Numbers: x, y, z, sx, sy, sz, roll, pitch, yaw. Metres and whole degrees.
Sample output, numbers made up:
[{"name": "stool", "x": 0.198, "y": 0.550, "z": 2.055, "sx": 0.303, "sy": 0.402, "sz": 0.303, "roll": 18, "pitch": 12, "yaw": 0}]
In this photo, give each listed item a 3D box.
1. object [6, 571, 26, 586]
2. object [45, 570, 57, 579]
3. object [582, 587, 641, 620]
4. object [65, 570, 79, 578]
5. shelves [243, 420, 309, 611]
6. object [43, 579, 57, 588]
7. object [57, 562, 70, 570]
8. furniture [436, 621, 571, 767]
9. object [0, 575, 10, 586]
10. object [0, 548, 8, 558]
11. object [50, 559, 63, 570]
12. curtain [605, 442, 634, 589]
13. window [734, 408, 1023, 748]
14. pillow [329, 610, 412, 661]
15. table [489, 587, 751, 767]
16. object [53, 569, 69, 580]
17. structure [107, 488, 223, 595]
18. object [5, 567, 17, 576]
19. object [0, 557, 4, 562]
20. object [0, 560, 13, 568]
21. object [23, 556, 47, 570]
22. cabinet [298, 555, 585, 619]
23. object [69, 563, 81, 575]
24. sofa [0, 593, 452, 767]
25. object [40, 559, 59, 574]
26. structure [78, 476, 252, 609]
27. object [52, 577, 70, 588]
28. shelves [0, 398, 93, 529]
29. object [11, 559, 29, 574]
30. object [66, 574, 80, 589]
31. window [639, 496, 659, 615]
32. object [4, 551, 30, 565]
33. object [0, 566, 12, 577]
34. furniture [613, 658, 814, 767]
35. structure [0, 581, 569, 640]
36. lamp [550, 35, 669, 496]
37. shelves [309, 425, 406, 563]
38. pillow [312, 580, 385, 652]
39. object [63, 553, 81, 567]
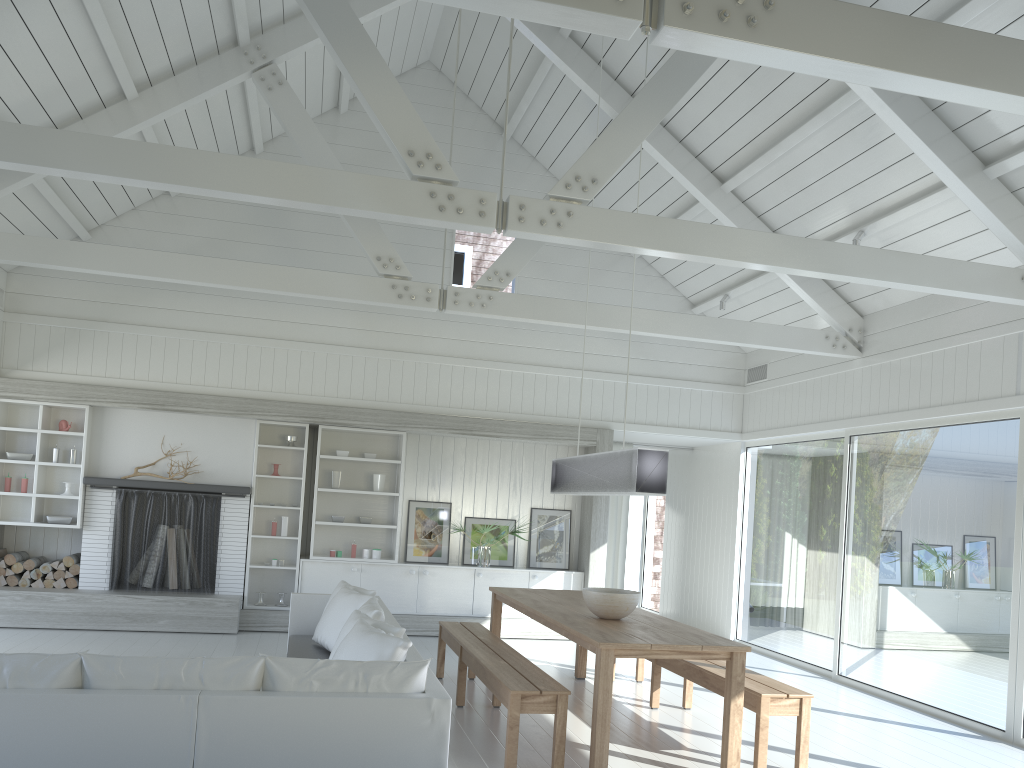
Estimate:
[{"name": "object", "x": -5.042, "y": 1.991, "z": 9.022, "sx": 0.110, "sy": 0.110, "sz": 0.496, "roll": 5, "pitch": -8, "yaw": -14}, {"name": "object", "x": -4.705, "y": 1.951, "z": 9.087, "sx": 0.080, "sy": 0.079, "sz": 0.480, "roll": 5, "pitch": -8, "yaw": -14}, {"name": "object", "x": 0.659, "y": 1.474, "z": 5.889, "sx": 0.390, "sy": 0.184, "sz": 0.391, "roll": 6, "pitch": -7, "yaw": -22}, {"name": "object", "x": -4.532, "y": 1.955, "z": 9.134, "sx": 0.080, "sy": 0.079, "sz": 0.480, "roll": 5, "pitch": -8, "yaw": -14}, {"name": "shelves", "x": -2.568, "y": 1.433, "z": 9.650, "sx": 0.541, "sy": 1.993, "sz": 0.606, "roll": 4, "pitch": -2, "yaw": -13}, {"name": "object", "x": -4.716, "y": 2.044, "z": 9.105, "sx": 0.108, "sy": 0.105, "sz": 0.517, "roll": 5, "pitch": -8, "yaw": -14}, {"name": "object", "x": -4.604, "y": 1.865, "z": 9.112, "sx": 0.080, "sy": 0.079, "sz": 0.480, "roll": 5, "pitch": -8, "yaw": -14}, {"name": "furniture", "x": -0.159, "y": 2.077, "z": 6.119, "sx": 0.341, "sy": 0.469, "sz": 2.694, "roll": 4, "pitch": -8, "yaw": -13}, {"name": "object", "x": -5.147, "y": 1.999, "z": 9.013, "sx": 0.134, "sy": 0.146, "sz": 0.551, "roll": 5, "pitch": -8, "yaw": -13}, {"name": "object", "x": -5.236, "y": 1.721, "z": 8.966, "sx": 0.080, "sy": 0.079, "sz": 0.480, "roll": 5, "pitch": -8, "yaw": -14}, {"name": "object", "x": -4.665, "y": 1.848, "z": 9.098, "sx": 0.086, "sy": 0.091, "sz": 0.481, "roll": 5, "pitch": -8, "yaw": -14}, {"name": "curtain", "x": 1.056, "y": 1.904, "z": 11.513, "sx": 1.008, "sy": 2.362, "sz": 0.116, "roll": 4, "pitch": -2, "yaw": -13}, {"name": "window", "x": 3.945, "y": 1.243, "z": 5.268, "sx": 0.080, "sy": 2.407, "sz": 10.984, "roll": 4, "pitch": -8, "yaw": -13}, {"name": "pillow", "x": -0.890, "y": 1.644, "z": 5.193, "sx": 0.467, "sy": 0.475, "sz": 1.323, "roll": 5, "pitch": -7, "yaw": -21}, {"name": "table", "x": 0.552, "y": 1.999, "z": 6.292, "sx": 0.907, "sy": 0.759, "sz": 2.964, "roll": 5, "pitch": -8, "yaw": -13}, {"name": "object", "x": -4.624, "y": 1.956, "z": 9.119, "sx": 0.109, "sy": 0.109, "sz": 0.496, "roll": 5, "pitch": -8, "yaw": -14}, {"name": "structure", "x": -3.554, "y": 1.621, "z": 9.034, "sx": 1.100, "sy": 1.059, "sz": 0.116, "roll": 5, "pitch": -2, "yaw": -13}, {"name": "object", "x": -5.060, "y": 1.905, "z": 9.011, "sx": 0.080, "sy": 0.079, "sz": 0.480, "roll": 5, "pitch": -8, "yaw": -14}, {"name": "object", "x": -5.229, "y": 1.814, "z": 8.980, "sx": 0.109, "sy": 0.109, "sz": 0.496, "roll": 5, "pitch": -8, "yaw": -14}, {"name": "object", "x": -5.132, "y": 1.815, "z": 8.989, "sx": 0.080, "sy": 0.079, "sz": 0.480, "roll": 5, "pitch": -8, "yaw": -14}, {"name": "object", "x": -4.895, "y": 1.840, "z": 9.057, "sx": 0.109, "sy": 0.109, "sz": 0.496, "roll": 5, "pitch": -8, "yaw": -14}, {"name": "cabinet", "x": -0.792, "y": 2.323, "z": 10.028, "sx": 3.187, "sy": 0.549, "sz": 0.656, "roll": 5, "pitch": -6, "yaw": -13}, {"name": "object", "x": -4.484, "y": 1.909, "z": 9.153, "sx": 0.109, "sy": 0.109, "sz": 0.496, "roll": 5, "pitch": -8, "yaw": -14}, {"name": "sofa", "x": -2.437, "y": 1.718, "z": 5.593, "sx": 3.483, "sy": 0.734, "sz": 4.155, "roll": 5, "pitch": -8, "yaw": -13}, {"name": "object", "x": -4.748, "y": 1.881, "z": 9.091, "sx": 0.109, "sy": 0.109, "sz": 0.496, "roll": 5, "pitch": -8, "yaw": -14}, {"name": "structure", "x": -3.637, "y": 1.687, "z": 9.379, "sx": 1.619, "sy": 1.282, "sz": 0.862, "roll": 5, "pitch": -4, "yaw": -13}, {"name": "object", "x": -4.619, "y": 2.049, "z": 9.136, "sx": 0.134, "sy": 0.146, "sz": 0.551, "roll": 5, "pitch": -8, "yaw": -13}, {"name": "shelves", "x": -4.770, "y": 0.824, "z": 9.011, "sx": 0.867, "sy": 1.235, "sz": 0.550, "roll": 4, "pitch": -3, "yaw": -13}, {"name": "object", "x": -4.998, "y": 1.865, "z": 9.033, "sx": 0.109, "sy": 0.109, "sz": 0.496, "roll": 5, "pitch": -8, "yaw": -14}, {"name": "object", "x": -4.514, "y": 2.042, "z": 9.145, "sx": 0.110, "sy": 0.110, "sz": 0.496, "roll": 5, "pitch": -8, "yaw": -14}, {"name": "window", "x": 2.144, "y": 2.218, "z": 13.104, "sx": 0.038, "sy": 2.419, "sz": 0.948, "roll": 4, "pitch": -3, "yaw": -13}, {"name": "object", "x": -5.061, "y": 1.781, "z": 9.020, "sx": 0.110, "sy": 0.110, "sz": 0.496, "roll": 5, "pitch": -8, "yaw": -14}, {"name": "object", "x": -5.152, "y": 1.906, "z": 8.996, "sx": 0.109, "sy": 0.109, "sz": 0.496, "roll": 5, "pitch": -8, "yaw": -14}, {"name": "furniture", "x": 1.297, "y": 2.216, "z": 6.457, "sx": 0.341, "sy": 0.469, "sz": 2.694, "roll": 4, "pitch": -8, "yaw": -13}, {"name": "structure", "x": -2.417, "y": 2.517, "z": 9.959, "sx": 6.361, "sy": 0.345, "sz": 1.891, "roll": 5, "pitch": -8, "yaw": -13}, {"name": "lamp", "x": 0.759, "y": -1.321, "z": 6.333, "sx": 0.200, "sy": 4.227, "sz": 1.912, "roll": 4, "pitch": -3, "yaw": -13}, {"name": "shelves", "x": -1.731, "y": 1.236, "z": 9.849, "sx": 0.940, "sy": 1.438, "sz": 0.606, "roll": 4, "pitch": -3, "yaw": -13}, {"name": "pillow", "x": -1.231, "y": 1.849, "z": 6.821, "sx": 0.463, "sy": 0.475, "sz": 2.065, "roll": 5, "pitch": -8, "yaw": -20}, {"name": "object", "x": -4.541, "y": 1.824, "z": 9.141, "sx": 0.110, "sy": 0.110, "sz": 0.496, "roll": 5, "pitch": -8, "yaw": -14}]
